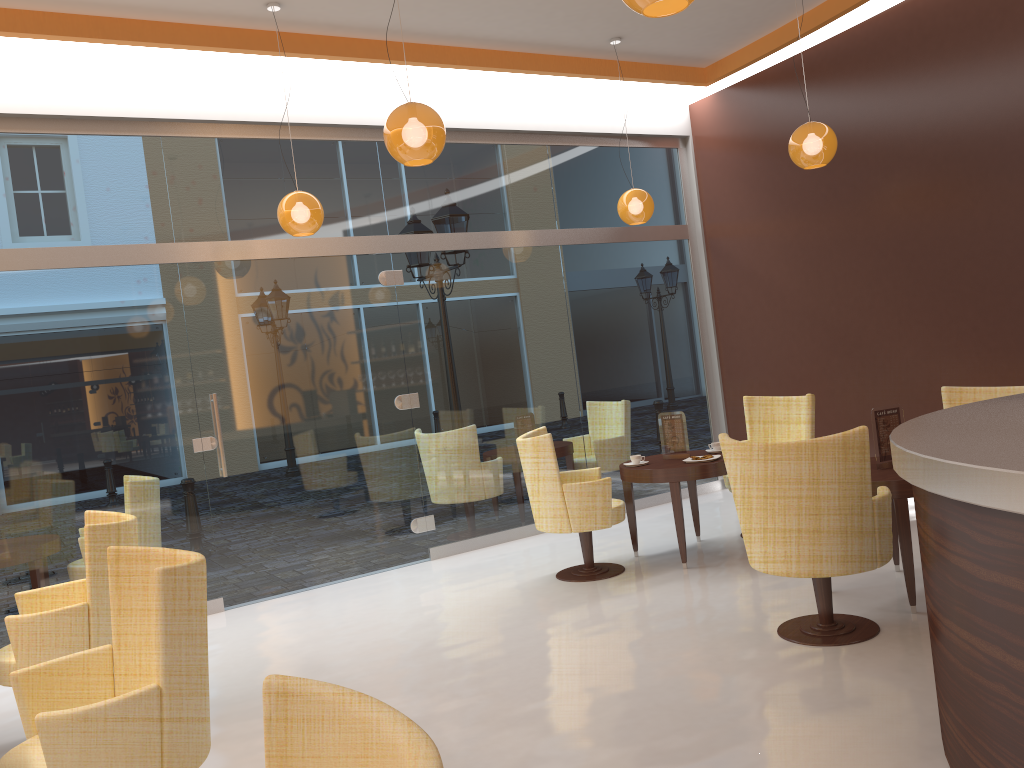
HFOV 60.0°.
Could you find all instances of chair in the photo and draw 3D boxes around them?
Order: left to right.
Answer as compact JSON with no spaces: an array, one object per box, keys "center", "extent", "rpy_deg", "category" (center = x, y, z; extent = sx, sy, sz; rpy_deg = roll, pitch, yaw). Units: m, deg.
[{"center":[-2.084,1.157,4.204],"extent":[0.685,1.017,0.729],"rpy_deg":[-8,1,-28],"category":"chair"},{"center":[-1.291,1.085,2.862],"extent":[0.685,1.017,0.729],"rpy_deg":[-8,1,-34],"category":"chair"},{"center":[-0.371,1.005,1.138],"extent":[0.685,1.017,0.729],"rpy_deg":[-7,1,-14],"category":"chair"},{"center":[0.426,0.801,6.091],"extent":[0.685,1.017,0.729],"rpy_deg":[-7,1,1],"category":"chair"},{"center":[1.928,0.601,6.604],"extent":[0.685,1.017,0.729],"rpy_deg":[-8,1,-28],"category":"chair"},{"center":[1.452,0.709,4.309],"extent":[0.729,1.017,0.685],"rpy_deg":[-6,1,37],"category":"chair"},{"center":[2.786,0.522,5.172],"extent":[0.685,1.017,0.729],"rpy_deg":[-8,1,-24],"category":"chair"}]

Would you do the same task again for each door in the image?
[{"center":[-1.517,0.285,6.734],"extent":[1.640,2.499,0.020],"rpy_deg":[-8,1,-31],"category":"door"}]

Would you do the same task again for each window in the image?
[{"center":[-1.580,-0.210,6.724],"extent":[8.200,3.380,0.040],"rpy_deg":[-8,1,-31],"category":"window"}]

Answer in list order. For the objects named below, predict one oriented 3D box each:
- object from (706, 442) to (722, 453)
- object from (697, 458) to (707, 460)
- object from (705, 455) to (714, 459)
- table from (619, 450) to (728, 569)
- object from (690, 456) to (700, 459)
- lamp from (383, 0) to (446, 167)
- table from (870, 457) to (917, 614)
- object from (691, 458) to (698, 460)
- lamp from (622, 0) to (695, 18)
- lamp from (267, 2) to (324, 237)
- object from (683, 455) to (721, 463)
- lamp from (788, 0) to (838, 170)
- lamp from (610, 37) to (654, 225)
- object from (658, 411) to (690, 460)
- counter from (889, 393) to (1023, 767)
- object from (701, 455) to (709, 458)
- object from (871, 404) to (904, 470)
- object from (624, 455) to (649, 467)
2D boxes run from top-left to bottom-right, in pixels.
[{"center":[1.478,0.456,6.385],"extent":[0.153,0.069,0.153],"rpy_deg":[-7,1,-9],"category":"object"},{"center":[1.286,0.506,5.999],"extent":[0.055,0.014,0.053],"rpy_deg":[-6,2,42],"category":"object"},{"center":[1.341,0.498,6.034],"extent":[0.052,0.018,0.055],"rpy_deg":[-7,1,-7],"category":"object"},{"center":[1.235,0.866,6.269],"extent":[0.872,0.679,0.874],"rpy_deg":[-7,1,16],"category":"table"},{"center":[1.250,0.502,6.057],"extent":[0.052,0.016,0.055],"rpy_deg":[-8,1,-32],"category":"object"},{"center":[-0.542,-1.802,4.228],"extent":[0.299,1.500,0.299],"rpy_deg":[-8,1,-20],"category":"lamp"},{"center":[2.099,0.787,4.824],"extent":[0.872,0.679,0.874],"rpy_deg":[-7,1,16],"category":"table"},{"center":[1.247,0.511,6.022],"extent":[0.054,0.018,0.051],"rpy_deg":[-7,1,17],"category":"object"},{"center":[0.373,-1.885,2.680],"extent":[0.299,1.500,0.299],"rpy_deg":[-6,1,37],"category":"lamp"},{"center":[-1.456,-1.718,5.776],"extent":[0.299,1.500,0.299],"rpy_deg":[-6,1,34],"category":"lamp"},{"center":[1.294,0.512,6.039],"extent":[0.234,0.020,0.234],"rpy_deg":[-6,1,31],"category":"object"},{"center":[1.844,-2.133,5.655],"extent":[0.299,1.500,0.299],"rpy_deg":[-6,1,37],"category":"lamp"},{"center":[0.930,-2.049,7.203],"extent":[0.299,1.500,0.299],"rpy_deg":[-7,1,27],"category":"lamp"},{"center":[1.149,0.365,6.296],"extent":[0.209,0.335,0.042],"rpy_deg":[-6,1,34],"category":"object"},{"center":[1.991,0.637,2.497],"extent":[1.586,1.100,2.917],"rpy_deg":[-7,1,14],"category":"counter"},{"center":[1.327,0.496,6.078],"extent":[0.051,0.018,0.054],"rpy_deg":[-8,1,-32],"category":"object"},{"center":[2.046,0.283,4.801],"extent":[0.209,0.335,0.042],"rpy_deg":[-8,1,-17],"category":"object"},{"center":[0.868,0.537,6.217],"extent":[0.153,0.069,0.153],"rpy_deg":[-8,1,-30],"category":"object"}]
